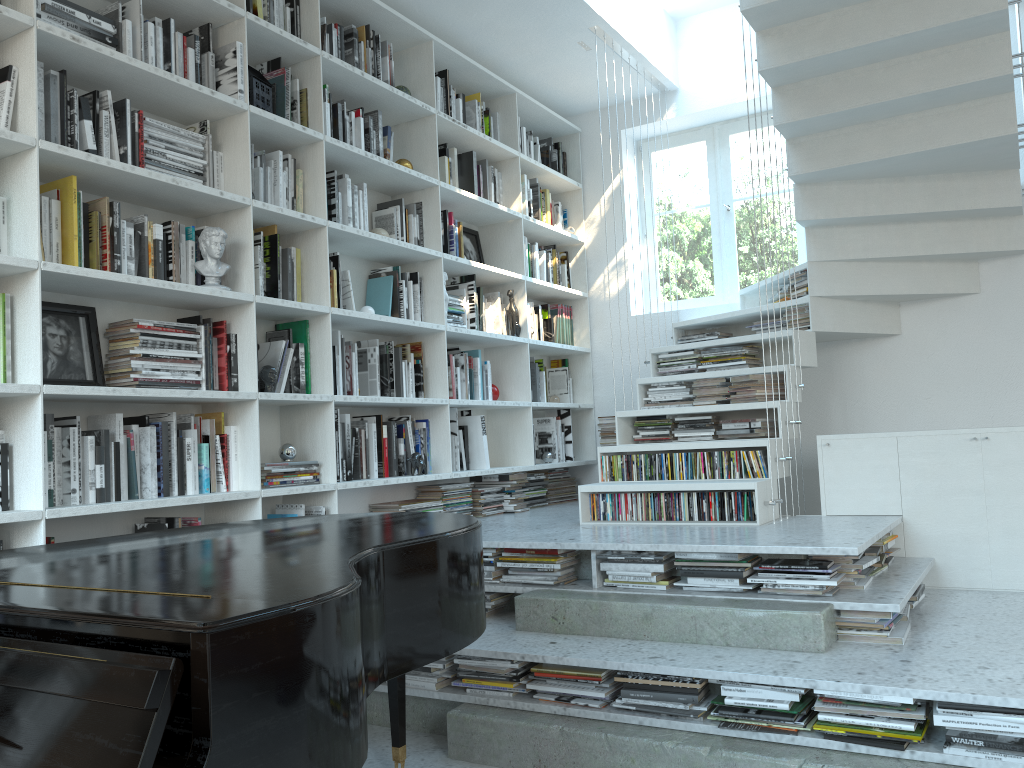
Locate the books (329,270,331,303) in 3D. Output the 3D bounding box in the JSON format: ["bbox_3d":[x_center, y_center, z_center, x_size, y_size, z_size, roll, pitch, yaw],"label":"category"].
[{"bbox_3d":[-0.875,-0.442,3.888,0.191,0.279,0.013,-5,-4,30],"label":"books"}]

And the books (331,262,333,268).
[{"bbox_3d":[-0.854,-0.419,3.978,0.132,0.242,0.017,-5,-4,30],"label":"books"}]

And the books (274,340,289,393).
[{"bbox_3d":[-1.006,-0.061,3.666,0.149,0.238,0.094,-5,-4,30],"label":"books"}]

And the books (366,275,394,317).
[{"bbox_3d":[-0.649,-0.403,4.326,0.153,0.241,0.056,-5,-4,30],"label":"books"}]

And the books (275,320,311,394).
[{"bbox_3d":[-0.933,-0.102,3.778,0.183,0.324,0.014,-5,-4,30],"label":"books"}]

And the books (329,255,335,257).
[{"bbox_3d":[-0.843,-0.434,3.992,0.167,0.273,0.006,-5,-4,30],"label":"books"}]

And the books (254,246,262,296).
[{"bbox_3d":[-1.078,-0.430,3.581,0.180,0.231,0.015,-5,-4,30],"label":"books"}]

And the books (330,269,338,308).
[{"bbox_3d":[-0.850,-0.398,3.922,0.191,0.192,0.017,-5,-4,30],"label":"books"}]

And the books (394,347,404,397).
[{"bbox_3d":[-0.607,-0.045,4.306,0.184,0.250,0.018,-5,-4,30],"label":"books"}]

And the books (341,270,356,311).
[{"bbox_3d":[-0.794,-0.401,4.033,0.176,0.210,0.051,-5,-4,30],"label":"books"}]

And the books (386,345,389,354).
[{"bbox_3d":[-0.653,-0.049,4.267,0.158,0.258,0.008,-5,-4,30],"label":"books"}]

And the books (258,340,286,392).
[{"bbox_3d":[-1.020,-0.058,3.605,0.190,0.228,0.095,-5,-4,30],"label":"books"}]

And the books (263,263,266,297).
[{"bbox_3d":[-1.065,-0.401,3.644,0.131,0.181,0.030,-5,-4,30],"label":"books"}]

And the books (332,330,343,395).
[{"bbox_3d":[-0.829,-0.081,3.943,0.175,0.296,0.014,-5,-4,30],"label":"books"}]

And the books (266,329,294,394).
[{"bbox_3d":[-0.975,-0.084,3.728,0.139,0.285,0.013,-5,-4,30],"label":"books"}]

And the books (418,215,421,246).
[{"bbox_3d":[-0.537,-0.747,4.538,0.169,0.206,0.012,-5,-4,30],"label":"books"}]

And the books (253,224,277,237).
[{"bbox_3d":[-1.035,-0.479,3.666,0.169,0.337,0.021,-5,-4,30],"label":"books"}]

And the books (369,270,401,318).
[{"bbox_3d":[-0.625,-0.415,4.355,0.174,0.264,0.021,-5,-4,30],"label":"books"}]

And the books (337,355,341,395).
[{"bbox_3d":[-0.834,-0.027,3.929,0.184,0.186,0.013,-5,-4,30],"label":"books"}]

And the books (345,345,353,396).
[{"bbox_3d":[-0.795,-0.048,4.019,0.176,0.238,0.015,-5,-4,30],"label":"books"}]

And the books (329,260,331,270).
[{"bbox_3d":[-0.867,-0.420,3.947,0.169,0.242,0.008,-5,-4,30],"label":"books"}]

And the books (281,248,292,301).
[{"bbox_3d":[-0.993,-0.432,3.688,0.188,0.242,0.027,-5,-4,30],"label":"books"}]

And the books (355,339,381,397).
[{"bbox_3d":[-0.688,-0.065,4.238,0.131,0.289,0.016,-5,-4,30],"label":"books"}]

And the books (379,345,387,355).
[{"bbox_3d":[-0.659,-0.051,4.257,0.149,0.262,0.015,-5,-4,30],"label":"books"}]

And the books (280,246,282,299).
[{"bbox_3d":[-1.026,-0.436,3.681,0.174,0.253,0.033,-5,-4,30],"label":"books"}]

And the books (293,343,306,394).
[{"bbox_3d":[-0.945,-0.053,3.734,0.171,0.223,0.029,-5,-4,30],"label":"books"}]

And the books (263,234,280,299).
[{"bbox_3d":[-1.024,-0.459,3.644,0.182,0.293,0.019,-5,-4,30],"label":"books"}]

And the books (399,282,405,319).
[{"bbox_3d":[-0.607,-0.387,4.368,0.188,0.209,0.006,-5,-4,30],"label":"books"}]

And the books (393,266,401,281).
[{"bbox_3d":[-0.612,-0.428,4.398,0.154,0.295,0.013,-5,-4,30],"label":"books"}]

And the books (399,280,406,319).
[{"bbox_3d":[-0.603,-0.392,4.377,0.187,0.219,0.013,-5,-4,30],"label":"books"}]

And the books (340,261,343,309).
[{"bbox_3d":[-0.833,-0.423,4.022,0.161,0.254,0.007,-5,-4,30],"label":"books"}]

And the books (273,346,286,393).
[{"bbox_3d":[-1.015,-0.048,3.622,0.176,0.210,0.089,-5,-4,30],"label":"books"}]

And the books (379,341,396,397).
[{"bbox_3d":[-0.636,-0.060,4.309,0.159,0.285,0.007,-5,-4,30],"label":"books"}]

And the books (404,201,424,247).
[{"bbox_3d":[-0.529,-0.783,4.544,0.182,0.277,0.005,-5,-4,30],"label":"books"}]

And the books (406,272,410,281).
[{"bbox_3d":[-0.571,-0.416,4.457,0.154,0.274,0.032,-5,-4,30],"label":"books"}]

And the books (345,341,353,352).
[{"bbox_3d":[-0.782,-0.059,4.045,0.142,0.261,0.014,-5,-4,30],"label":"books"}]

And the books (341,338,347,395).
[{"bbox_3d":[-0.816,-0.065,3.972,0.183,0.267,0.012,-5,-4,30],"label":"books"}]

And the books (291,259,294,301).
[{"bbox_3d":[-0.986,-0.411,3.712,0.181,0.204,0.034,-5,-4,30],"label":"books"}]

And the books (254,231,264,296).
[{"bbox_3d":[-1.069,-0.461,3.596,0.164,0.294,0.019,-5,-4,30],"label":"books"}]

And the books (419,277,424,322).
[{"bbox_3d":[-0.524,-0.404,4.498,0.169,0.252,0.011,-5,-4,30],"label":"books"}]

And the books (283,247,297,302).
[{"bbox_3d":[-0.975,-0.440,3.764,0.143,0.266,0.032,-5,-4,30],"label":"books"}]

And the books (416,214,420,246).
[{"bbox_3d":[-0.546,-0.747,4.514,0.174,0.204,0.013,-5,-4,30],"label":"books"}]

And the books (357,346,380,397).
[{"bbox_3d":[-0.685,-0.047,4.216,0.130,0.251,0.019,-5,-4,30],"label":"books"}]

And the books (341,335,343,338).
[{"bbox_3d":[-0.820,-0.072,3.998,0.159,0.285,0.006,-5,-4,30],"label":"books"}]

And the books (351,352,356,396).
[{"bbox_3d":[-0.784,-0.033,4.029,0.180,0.207,0.014,-5,-4,30],"label":"books"}]

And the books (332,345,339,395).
[{"bbox_3d":[-0.841,-0.048,3.905,0.188,0.226,0.011,-5,-4,30],"label":"books"}]

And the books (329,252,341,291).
[{"bbox_3d":[-0.839,-0.441,4.000,0.159,0.287,0.013,-5,-4,30],"label":"books"}]

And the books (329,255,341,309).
[{"bbox_3d":[-0.841,-0.433,3.984,0.178,0.270,0.006,-5,-4,30],"label":"books"}]

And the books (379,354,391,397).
[{"bbox_3d":[-0.654,-0.030,4.236,0.177,0.215,0.016,-5,-4,30],"label":"books"}]

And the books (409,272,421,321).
[{"bbox_3d":[-0.541,-0.416,4.465,0.184,0.273,0.012,-5,-4,30],"label":"books"}]

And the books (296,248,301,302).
[{"bbox_3d":[-0.966,-0.438,3.803,0.142,0.268,0.033,-5,-4,30],"label":"books"}]

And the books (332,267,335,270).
[{"bbox_3d":[-0.849,-0.405,3.961,0.158,0.211,0.007,-5,-4,30],"label":"books"}]

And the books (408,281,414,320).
[{"bbox_3d":[-0.566,-0.393,4.431,0.178,0.224,0.012,-5,-4,30],"label":"books"}]

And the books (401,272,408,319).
[{"bbox_3d":[-0.588,-0.412,4.410,0.165,0.263,0.018,-5,-4,30],"label":"books"}]

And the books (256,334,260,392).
[{"bbox_3d":[-1.077,-0.071,3.562,0.141,0.248,0.035,-5,-4,30],"label":"books"}]

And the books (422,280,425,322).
[{"bbox_3d":[-0.512,-0.399,4.530,0.158,0.245,0.010,-5,-4,30],"label":"books"}]

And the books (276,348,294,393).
[{"bbox_3d":[-0.996,-0.042,3.679,0.169,0.205,0.091,-5,-4,30],"label":"books"}]

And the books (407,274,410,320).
[{"bbox_3d":[-0.580,-0.410,4.424,0.152,0.259,0.015,-5,-4,30],"label":"books"}]

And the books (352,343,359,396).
[{"bbox_3d":[-0.776,-0.053,4.057,0.173,0.251,0.013,-5,-4,30],"label":"books"}]
